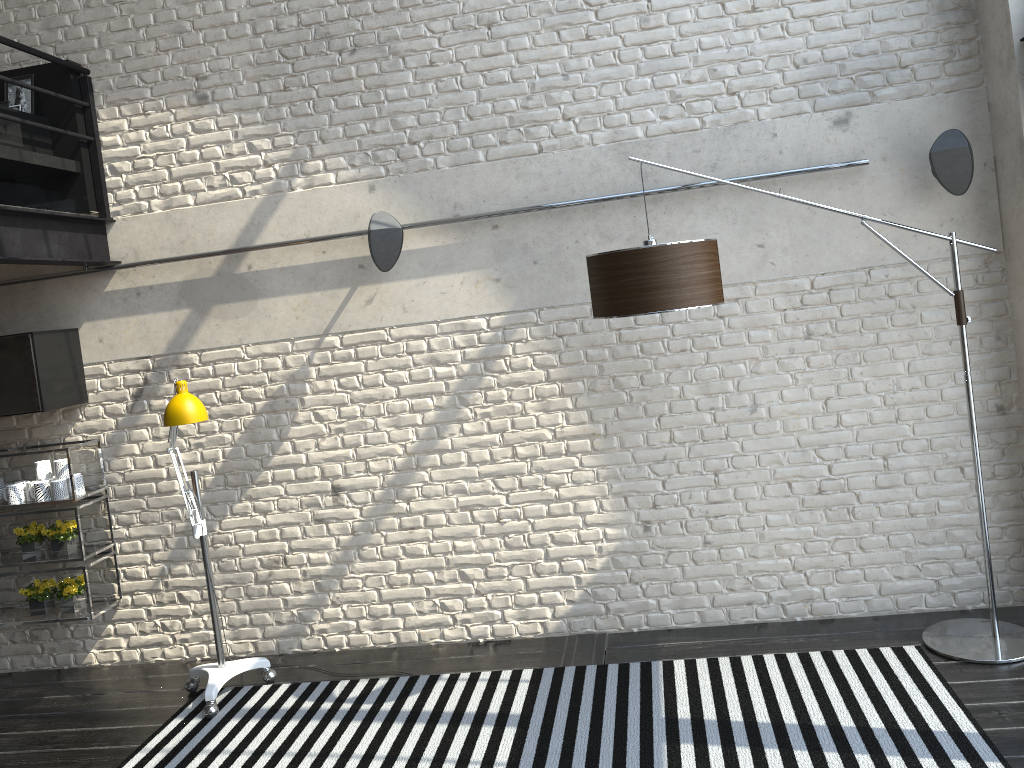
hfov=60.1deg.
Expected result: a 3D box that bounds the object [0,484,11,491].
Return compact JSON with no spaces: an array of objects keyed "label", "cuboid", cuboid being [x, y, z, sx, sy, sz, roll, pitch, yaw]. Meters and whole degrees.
[{"label":"object","cuboid":[-2.915,0.601,4.915,0.252,0.031,0.252,-9,6,-22]}]

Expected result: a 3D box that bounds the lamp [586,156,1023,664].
[{"label":"lamp","cuboid":[1.323,0.095,3.848,1.846,2.322,0.557,-7,2,-5]}]

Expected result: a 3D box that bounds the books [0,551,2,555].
[{"label":"books","cuboid":[-3.068,0.993,4.966,0.292,0.021,0.212,-6,6,8]}]

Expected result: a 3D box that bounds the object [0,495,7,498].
[{"label":"object","cuboid":[-2.910,0.642,4.916,0.252,0.031,0.252,-9,6,-22]}]

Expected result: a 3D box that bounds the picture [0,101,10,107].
[{"label":"picture","cuboid":[-2.804,-1.463,4.785,0.175,0.120,0.052,-6,3,9]}]

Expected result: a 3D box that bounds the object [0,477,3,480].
[{"label":"object","cuboid":[-2.920,0.552,4.914,0.170,0.029,0.172,-6,6,13]}]

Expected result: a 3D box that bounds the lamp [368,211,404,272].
[{"label":"lamp","cuboid":[-0.646,-0.726,4.519,0.178,0.305,0.359,-8,4,-9]}]

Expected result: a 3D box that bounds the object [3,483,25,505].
[{"label":"object","cuboid":[-2.714,0.598,4.830,0.108,0.100,0.083,-4,5,43]}]

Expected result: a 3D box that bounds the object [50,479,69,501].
[{"label":"object","cuboid":[-2.442,0.568,4.787,0.083,0.100,0.109,-7,4,-2]}]

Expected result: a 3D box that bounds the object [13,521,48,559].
[{"label":"object","cuboid":[-2.658,0.860,4.906,0.182,0.191,0.176,-5,4,31]}]

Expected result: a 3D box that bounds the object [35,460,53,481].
[{"label":"object","cuboid":[-2.588,0.478,4.868,0.082,0.100,0.109,-6,4,23]}]

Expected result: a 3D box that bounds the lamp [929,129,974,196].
[{"label":"lamp","cuboid":[2.039,-1.023,4.105,0.177,0.305,0.360,-6,4,27]}]

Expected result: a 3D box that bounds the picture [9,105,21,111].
[{"label":"picture","cuboid":[-2.695,-1.459,4.773,0.096,0.086,0.031,-7,2,9]}]

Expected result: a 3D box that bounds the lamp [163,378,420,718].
[{"label":"lamp","cuboid":[-1.033,0.713,4.246,1.567,1.614,0.633,-6,3,22]}]

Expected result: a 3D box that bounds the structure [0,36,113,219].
[{"label":"structure","cuboid":[-4.101,0.363,2.853,3.782,3.330,4.808,-7,4,9]}]

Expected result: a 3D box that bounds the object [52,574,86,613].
[{"label":"object","cuboid":[-2.432,1.154,4.894,0.182,0.191,0.176,-5,4,31]}]

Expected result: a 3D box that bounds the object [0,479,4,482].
[{"label":"object","cuboid":[-2.919,0.561,4.914,0.170,0.029,0.172,-6,6,13]}]

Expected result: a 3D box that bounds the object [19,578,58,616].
[{"label":"object","cuboid":[-2.613,1.174,4.917,0.175,0.191,0.183,-6,4,21]}]

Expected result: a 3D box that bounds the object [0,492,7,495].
[{"label":"object","cuboid":[-2.912,0.625,4.916,0.252,0.031,0.252,-9,6,-22]}]

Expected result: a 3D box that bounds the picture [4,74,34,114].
[{"label":"picture","cuboid":[-2.668,-1.546,4.791,0.175,0.248,0.056,-7,2,9]}]

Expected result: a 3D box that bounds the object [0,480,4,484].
[{"label":"object","cuboid":[-2.918,0.569,4.914,0.170,0.029,0.172,-6,6,13]}]

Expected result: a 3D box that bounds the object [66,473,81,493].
[{"label":"object","cuboid":[-2.446,0.554,4.936,0.108,0.100,0.083,-4,5,43]}]

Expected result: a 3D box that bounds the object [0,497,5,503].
[{"label":"object","cuboid":[-2.909,0.650,4.916,0.252,0.031,0.252,-9,6,-22]}]

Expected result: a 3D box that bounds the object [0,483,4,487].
[{"label":"object","cuboid":[-2.916,0.587,4.915,0.170,0.029,0.172,-6,6,13]}]

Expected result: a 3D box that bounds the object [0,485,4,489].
[{"label":"object","cuboid":[-2.915,0.595,4.915,0.170,0.029,0.172,-6,6,13]}]

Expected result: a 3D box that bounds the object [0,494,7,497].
[{"label":"object","cuboid":[-2.911,0.633,4.916,0.252,0.031,0.252,-9,6,-22]}]

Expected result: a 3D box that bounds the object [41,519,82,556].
[{"label":"object","cuboid":[-2.472,0.839,4.879,0.175,0.191,0.183,-6,4,21]}]

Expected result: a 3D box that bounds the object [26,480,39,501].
[{"label":"object","cuboid":[-2.621,0.582,4.871,0.083,0.100,0.109,-7,4,-2]}]

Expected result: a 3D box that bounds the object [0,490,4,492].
[{"label":"object","cuboid":[-2.914,0.609,4.915,0.252,0.031,0.252,-9,6,-22]}]

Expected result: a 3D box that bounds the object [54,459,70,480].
[{"label":"object","cuboid":[-2.456,0.463,4.846,0.083,0.100,0.109,-7,4,-2]}]

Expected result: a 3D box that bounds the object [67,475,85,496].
[{"label":"object","cuboid":[-2.398,0.557,4.844,0.082,0.100,0.109,-6,4,23]}]

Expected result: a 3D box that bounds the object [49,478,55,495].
[{"label":"object","cuboid":[-2.509,0.569,4.867,0.082,0.100,0.109,-6,4,23]}]

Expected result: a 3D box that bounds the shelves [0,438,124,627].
[{"label":"shelves","cuboid":[-2.882,0.847,4.932,1.249,0.924,0.289,-7,2,9]}]

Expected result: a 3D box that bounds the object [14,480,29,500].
[{"label":"object","cuboid":[-2.720,0.591,4.914,0.108,0.100,0.083,-4,5,43]}]

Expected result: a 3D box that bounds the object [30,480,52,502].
[{"label":"object","cuboid":[-2.554,0.581,4.805,0.108,0.100,0.083,-4,5,43]}]

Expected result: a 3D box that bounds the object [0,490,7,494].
[{"label":"object","cuboid":[-2.913,0.617,4.915,0.252,0.031,0.252,-9,6,-22]}]

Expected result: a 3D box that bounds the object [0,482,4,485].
[{"label":"object","cuboid":[-2.917,0.578,4.914,0.170,0.029,0.172,-6,6,13]}]

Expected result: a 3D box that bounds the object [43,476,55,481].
[{"label":"object","cuboid":[-2.579,0.570,4.951,0.083,0.100,0.109,-7,4,8]}]

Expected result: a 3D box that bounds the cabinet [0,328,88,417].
[{"label":"cabinet","cuboid":[-4.347,0.128,5.067,3.889,0.420,0.401,-6,4,9]}]

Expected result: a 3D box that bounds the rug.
[{"label":"rug","cuboid":[-0.124,1.569,2.580,3.489,0.004,3.420,-6,6,9]}]

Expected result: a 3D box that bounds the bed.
[{"label":"bed","cuboid":[-4.717,-0.947,3.896,4.474,0.839,2.709,-6,5,9]}]
